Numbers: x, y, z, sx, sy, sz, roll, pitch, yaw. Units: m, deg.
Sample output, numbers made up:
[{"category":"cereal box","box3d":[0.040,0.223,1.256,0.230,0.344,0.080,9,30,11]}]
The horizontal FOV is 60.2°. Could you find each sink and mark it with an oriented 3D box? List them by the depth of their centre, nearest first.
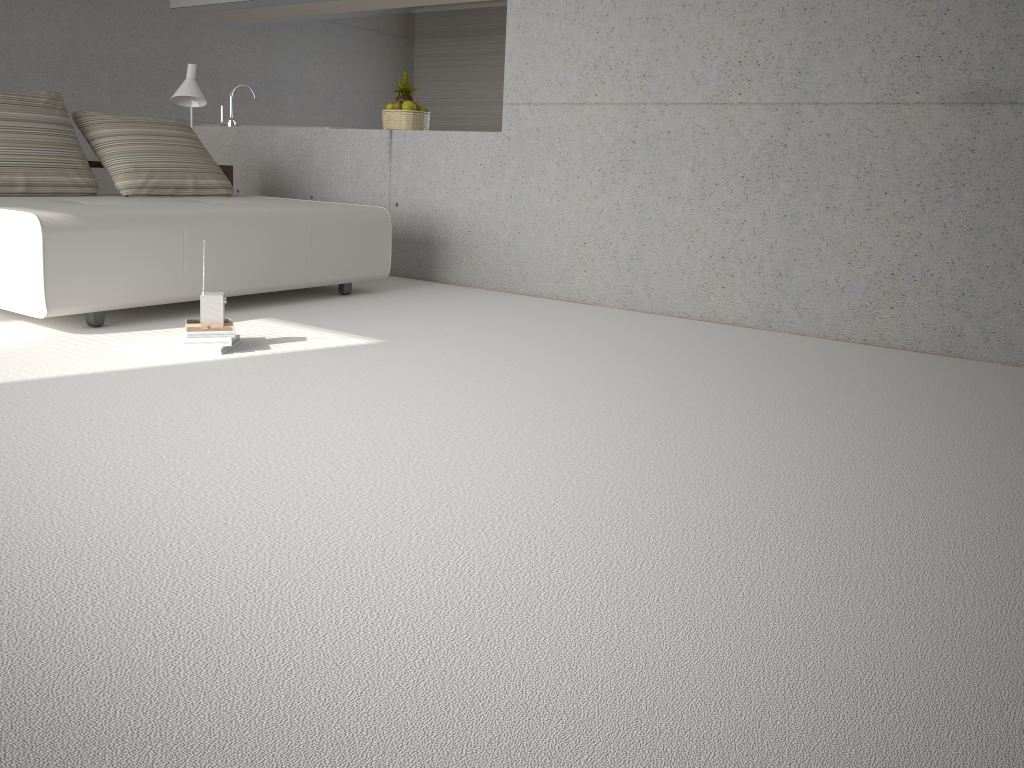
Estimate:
[{"category":"sink","box3d":[-1.868,-2.184,7.310,1.713,0.532,0.773,12,15,34]}]

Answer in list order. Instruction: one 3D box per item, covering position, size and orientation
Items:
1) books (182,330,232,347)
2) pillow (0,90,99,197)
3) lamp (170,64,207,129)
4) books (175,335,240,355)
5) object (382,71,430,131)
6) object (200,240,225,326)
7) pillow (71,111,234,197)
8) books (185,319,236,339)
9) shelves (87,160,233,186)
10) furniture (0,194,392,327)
[{"category":"books","box3d":[-1.264,-0.199,3.685,0.189,0.031,0.269,-1,14,-16]},{"category":"pillow","box3d":[-2.786,-1.356,4.936,0.493,0.601,0.808,10,14,33]},{"category":"lamp","box3d":[-2.246,-1.903,6.220,0.245,0.690,0.327,5,11,15]},{"category":"books","box3d":[-1.266,-0.168,3.690,0.189,0.031,0.269,2,14,-1]},{"category":"object","box3d":[-0.787,-2.087,6.536,0.334,0.436,0.373,7,12,20]},{"category":"object","box3d":[-1.228,-0.414,3.614,0.090,0.361,0.188,0,11,-15]},{"category":"pillow","box3d":[-2.257,-1.448,5.611,0.581,0.510,0.814,11,15,34]},{"category":"books","box3d":[-1.260,-0.232,3.686,0.189,0.031,0.268,-3,15,-21]},{"category":"shelves","box3d":[-2.804,-1.043,5.536,0.402,0.705,2.271,10,15,33]},{"category":"furniture","box3d":[-2.002,-0.771,4.985,1.623,0.515,2.188,12,16,33]}]
